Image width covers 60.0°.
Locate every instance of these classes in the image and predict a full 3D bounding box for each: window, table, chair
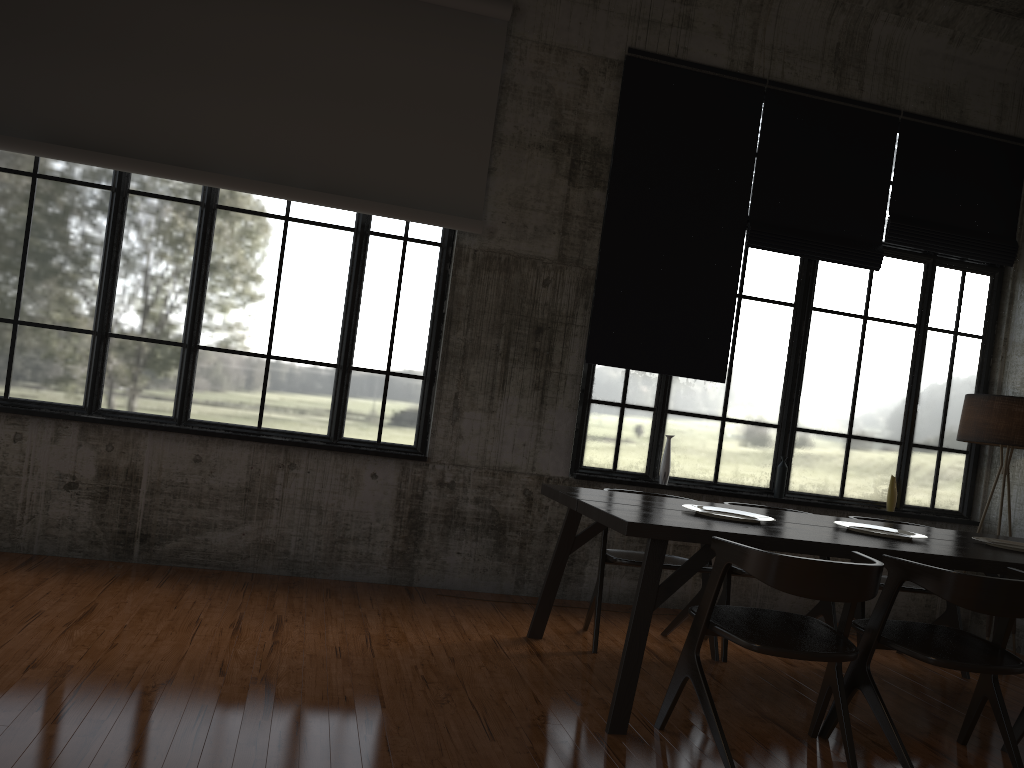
[{"bbox_3d":[2.504,-0.690,7.527,3.815,3.436,0.050,8,0,-13],"label":"window"},{"bbox_3d":[2.091,1.389,5.345,3.705,1.006,1.637,8,-1,-13],"label":"table"},{"bbox_3d":[2.778,1.515,6.377,0.879,0.993,0.769,8,0,-13],"label":"chair"},{"bbox_3d":[0.924,1.257,5.948,0.879,0.993,0.769,8,0,-13],"label":"chair"},{"bbox_3d":[2.116,1.372,4.343,0.879,0.993,0.769,8,0,-13],"label":"chair"},{"bbox_3d":[1.796,1.378,6.146,0.879,0.993,0.769,8,0,-12],"label":"chair"},{"bbox_3d":[3.150,1.515,4.534,0.879,0.993,0.768,8,0,-16],"label":"chair"},{"bbox_3d":[1.245,1.251,4.145,0.879,0.993,0.769,8,0,-12],"label":"chair"},{"bbox_3d":[-2.502,-1.385,6.392,4.308,3.436,0.050,8,0,-13],"label":"window"}]

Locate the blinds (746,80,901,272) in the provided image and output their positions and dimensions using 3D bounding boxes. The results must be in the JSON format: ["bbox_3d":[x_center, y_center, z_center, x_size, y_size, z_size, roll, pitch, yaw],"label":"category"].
[{"bbox_3d":[2.626,-1.736,7.417,1.256,1.398,0.051,8,0,-13],"label":"blinds"}]

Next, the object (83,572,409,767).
[{"bbox_3d":[5.840,2.023,3.452,20.849,0.657,8.763,8,-2,-13],"label":"object"}]

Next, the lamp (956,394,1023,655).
[{"bbox_3d":[3.925,1.144,7.174,0.752,2.056,0.752,8,0,-1],"label":"lamp"}]

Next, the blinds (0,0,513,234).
[{"bbox_3d":[-2.279,-2.310,6.216,4.470,1.776,0.136,8,0,-13],"label":"blinds"}]

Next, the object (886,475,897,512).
[{"bbox_3d":[3.290,0.944,7.665,0.073,0.318,0.074,8,0,40],"label":"object"}]

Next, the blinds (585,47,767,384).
[{"bbox_3d":[1.340,-1.340,7.167,1.216,2.534,0.034,8,0,-13],"label":"blinds"}]

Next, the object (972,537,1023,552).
[{"bbox_3d":[3.151,1.014,5.510,0.527,0.024,0.527,8,-2,-2],"label":"object"}]

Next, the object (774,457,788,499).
[{"bbox_3d":[2.258,0.786,7.433,0.080,0.352,0.080,8,0,18],"label":"object"}]

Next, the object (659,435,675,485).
[{"bbox_3d":[1.257,0.616,7.209,0.082,0.410,0.082,8,0,38],"label":"object"}]

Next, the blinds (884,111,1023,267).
[{"bbox_3d":[3.892,-1.690,7.700,1.297,1.142,0.052,8,0,-13],"label":"blinds"}]

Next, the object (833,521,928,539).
[{"bbox_3d":[2.195,0.881,5.293,0.527,0.024,0.527,8,-2,-2],"label":"object"}]

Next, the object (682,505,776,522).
[{"bbox_3d":[1.238,0.748,5.076,0.527,0.024,0.527,8,-2,-2],"label":"object"}]
